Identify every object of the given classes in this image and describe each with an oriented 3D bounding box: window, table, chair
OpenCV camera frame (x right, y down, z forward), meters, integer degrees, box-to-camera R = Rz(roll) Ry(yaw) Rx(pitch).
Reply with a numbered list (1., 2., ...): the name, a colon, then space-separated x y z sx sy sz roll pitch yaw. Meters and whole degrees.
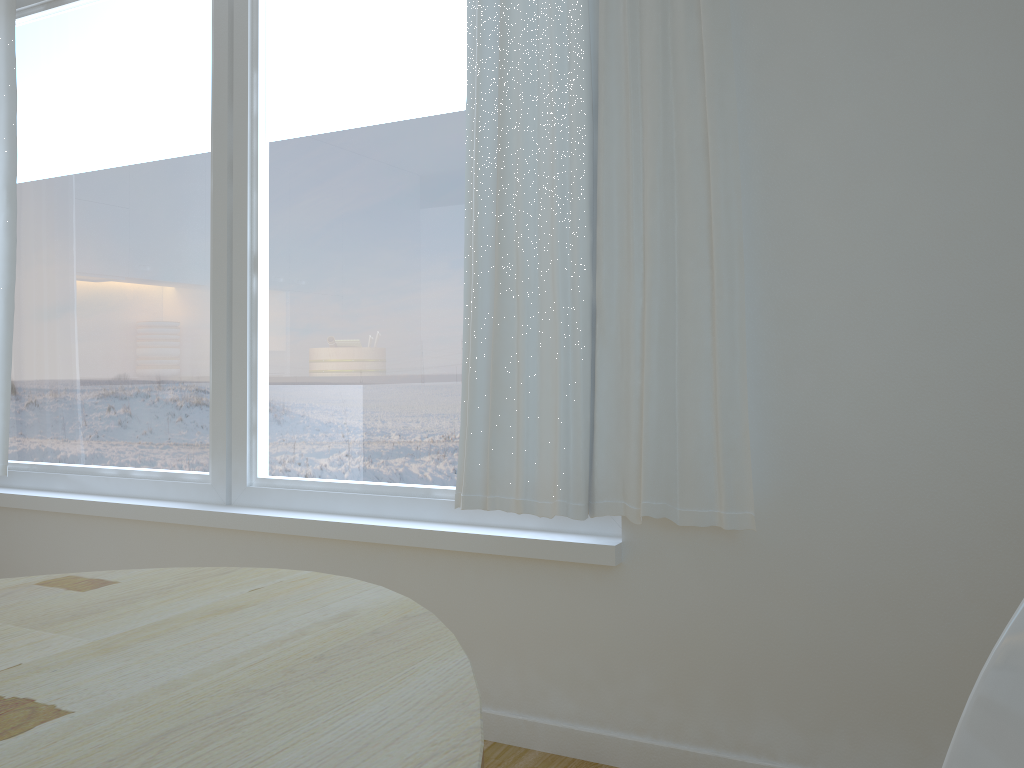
1. window: -0.906 -0.569 2.944 2.725 1.923 0.088 -1 -2 27
2. table: -0.739 0.618 0.111 1.193 0.727 2.188 -1 1 26
3. chair: 0.159 0.516 0.489 0.523 0.904 0.429 -1 -2 2

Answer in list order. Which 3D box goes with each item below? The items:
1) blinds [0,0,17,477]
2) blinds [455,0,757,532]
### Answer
1. blinds: -2.198 -0.746 3.390 0.794 2.165 0.150 -2 -3 26
2. blinds: 0.177 -0.750 2.183 0.794 2.165 0.150 -2 -3 27
